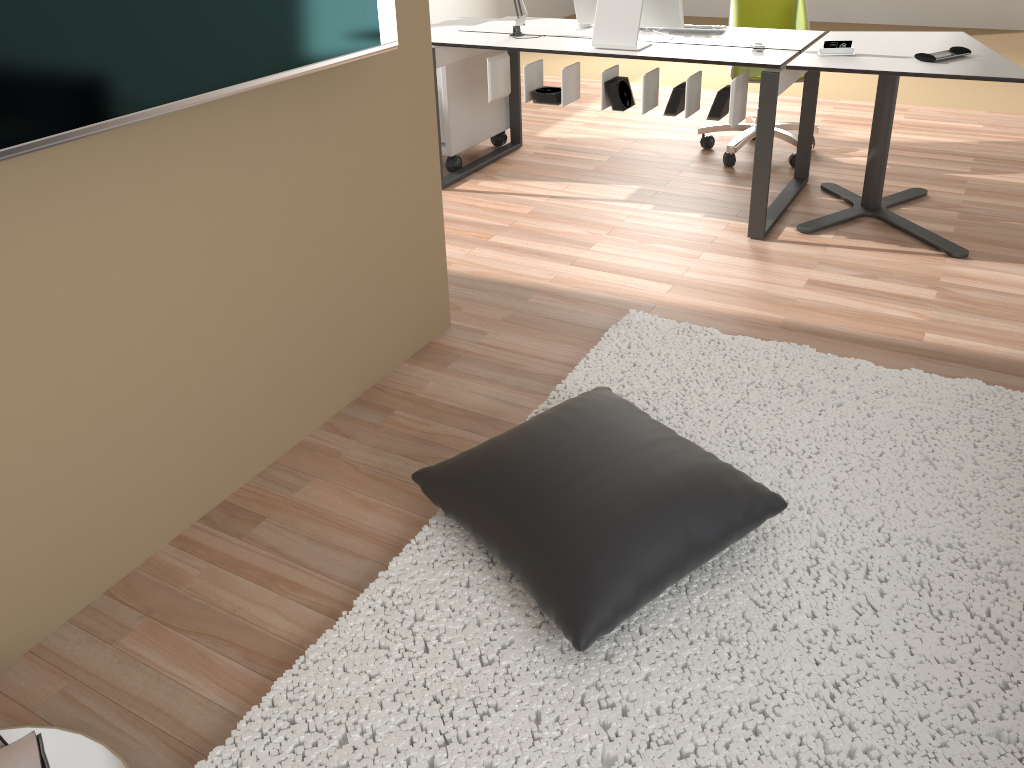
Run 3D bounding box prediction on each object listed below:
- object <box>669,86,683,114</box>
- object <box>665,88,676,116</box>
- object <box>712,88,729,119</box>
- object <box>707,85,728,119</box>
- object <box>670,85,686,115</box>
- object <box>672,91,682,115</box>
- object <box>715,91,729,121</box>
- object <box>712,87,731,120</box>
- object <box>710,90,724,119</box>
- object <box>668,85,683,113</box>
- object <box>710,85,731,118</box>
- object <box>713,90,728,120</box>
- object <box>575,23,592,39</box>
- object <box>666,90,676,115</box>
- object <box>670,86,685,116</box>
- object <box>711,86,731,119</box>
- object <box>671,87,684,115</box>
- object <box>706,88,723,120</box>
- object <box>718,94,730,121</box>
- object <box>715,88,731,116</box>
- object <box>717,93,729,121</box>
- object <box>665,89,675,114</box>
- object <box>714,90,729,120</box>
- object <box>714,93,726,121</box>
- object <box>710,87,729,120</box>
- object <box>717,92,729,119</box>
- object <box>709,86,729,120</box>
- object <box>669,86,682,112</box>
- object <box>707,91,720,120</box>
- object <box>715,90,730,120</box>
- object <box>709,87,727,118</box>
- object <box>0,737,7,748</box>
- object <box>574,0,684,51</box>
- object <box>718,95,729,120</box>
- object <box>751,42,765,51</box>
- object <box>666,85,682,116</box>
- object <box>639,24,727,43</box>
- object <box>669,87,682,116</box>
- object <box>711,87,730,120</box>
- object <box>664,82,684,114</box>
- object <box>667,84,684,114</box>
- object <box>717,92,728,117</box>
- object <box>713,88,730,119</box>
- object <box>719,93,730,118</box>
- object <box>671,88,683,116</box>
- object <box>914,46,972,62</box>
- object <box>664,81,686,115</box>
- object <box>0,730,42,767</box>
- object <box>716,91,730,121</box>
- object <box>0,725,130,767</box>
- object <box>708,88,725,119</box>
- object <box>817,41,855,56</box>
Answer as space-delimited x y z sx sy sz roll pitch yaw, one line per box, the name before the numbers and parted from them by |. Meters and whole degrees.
object | 0.670 -1.142 3.525 0.041 0.108 0.138 12 31 26
object | 0.658 -1.145 3.532 0.041 0.108 0.138 12 31 26
object | 0.825 -1.101 3.444 0.040 0.108 0.138 12 31 26
object | 0.807 -1.106 3.454 0.041 0.108 0.138 12 31 26
object | 0.674 -1.141 3.523 0.041 0.108 0.138 12 31 26
object | 0.683 -1.139 3.519 0.041 0.108 0.138 12 31 26
object | 0.837 -1.098 3.438 0.041 0.108 0.138 12 31 26
object | 0.825 -1.101 3.444 0.041 0.108 0.138 12 31 26
object | 0.817 -1.103 3.448 0.041 0.108 0.138 12 31 26
object | 0.666 -1.144 3.527 0.040 0.108 0.138 12 31 26
object | 0.817 -1.104 3.448 0.040 0.108 0.138 12 31 26
object | 0.829 -1.100 3.442 0.041 0.108 0.138 12 31 26
object | 0.358 -1.621 4.056 0.140 0.076 0.389 2 30 8
object | 0.660 -1.145 3.531 0.041 0.108 0.138 12 31 26
object | 0.676 -1.141 3.522 0.041 0.108 0.138 12 31 26
object | 0.821 -1.102 3.446 0.041 0.108 0.138 12 31 26
object | 0.678 -1.140 3.521 0.041 0.108 0.138 12 31 26
object | 0.805 -1.106 3.455 0.041 0.108 0.138 12 31 26
object | 0.847 -1.095 3.433 0.041 0.108 0.138 12 31 26
object | 0.831 -1.100 3.441 0.040 0.108 0.138 12 31 26
object | 0.843 -1.096 3.435 0.041 0.108 0.138 12 31 26
object | 0.656 -1.146 3.533 0.041 0.108 0.138 12 31 26
object | 0.833 -1.099 3.440 0.040 0.108 0.138 12 31 26
object | 0.833 -1.099 3.440 0.041 0.108 0.138 12 31 26
object | 0.819 -1.103 3.447 0.041 0.108 0.138 12 31 26
object | 0.841 -1.097 3.436 0.041 0.108 0.138 12 31 26
object | 0.815 -1.104 3.449 0.041 0.108 0.138 12 31 26
object | 0.668 -1.143 3.526 0.040 0.108 0.138 12 31 26
object | 0.809 -1.105 3.453 0.041 0.108 0.138 12 31 26
object | 0.835 -1.098 3.439 0.041 0.108 0.138 12 31 26
object | 0.813 -1.104 3.451 0.041 0.108 0.138 12 31 26
object | -0.877 0.745 1.234 0.346 0.092 0.519 14 33 25
object | 0.454 -1.591 3.574 0.471 0.411 0.205 14 30 27
object | 0.845 -1.096 3.434 0.041 0.108 0.138 12 31 26
object | 0.974 -1.337 3.483 0.047 0.020 0.088 3 30 8
object | 0.662 -1.144 3.529 0.041 0.108 0.138 12 31 26
object | 0.683 -1.542 3.900 0.459 0.076 0.404 11 32 22
object | 0.672 -1.142 3.524 0.041 0.108 0.138 12 31 26
object | 0.823 -1.102 3.445 0.040 0.108 0.138 12 31 26
object | 0.652 -1.147 3.535 0.041 0.108 0.138 12 31 26
object | 0.664 -1.144 3.528 0.040 0.108 0.138 12 31 26
object | 0.839 -1.098 3.437 0.040 0.108 0.138 12 31 26
object | 0.827 -1.101 3.443 0.041 0.108 0.138 12 31 26
object | 0.847 -1.096 3.433 0.040 0.108 0.138 12 31 26
object | 0.681 -1.140 3.520 0.041 0.108 0.138 12 31 26
object | 1.579 -1.209 3.225 0.219 0.029 0.093 -18 33 -26
object | 0.654 -1.147 3.534 0.041 0.108 0.138 12 31 26
object | -0.828 0.739 1.218 0.347 0.092 0.517 -18 33 -25
object | 0.841 -1.097 3.436 0.040 0.108 0.138 12 31 26
object | -0.815 0.759 1.238 0.585 0.061 0.615 1 30 5
object | 0.811 -1.105 3.452 0.041 0.108 0.138 12 31 26
object | 1.235 -1.281 3.348 0.130 0.053 0.051 1 28 5
